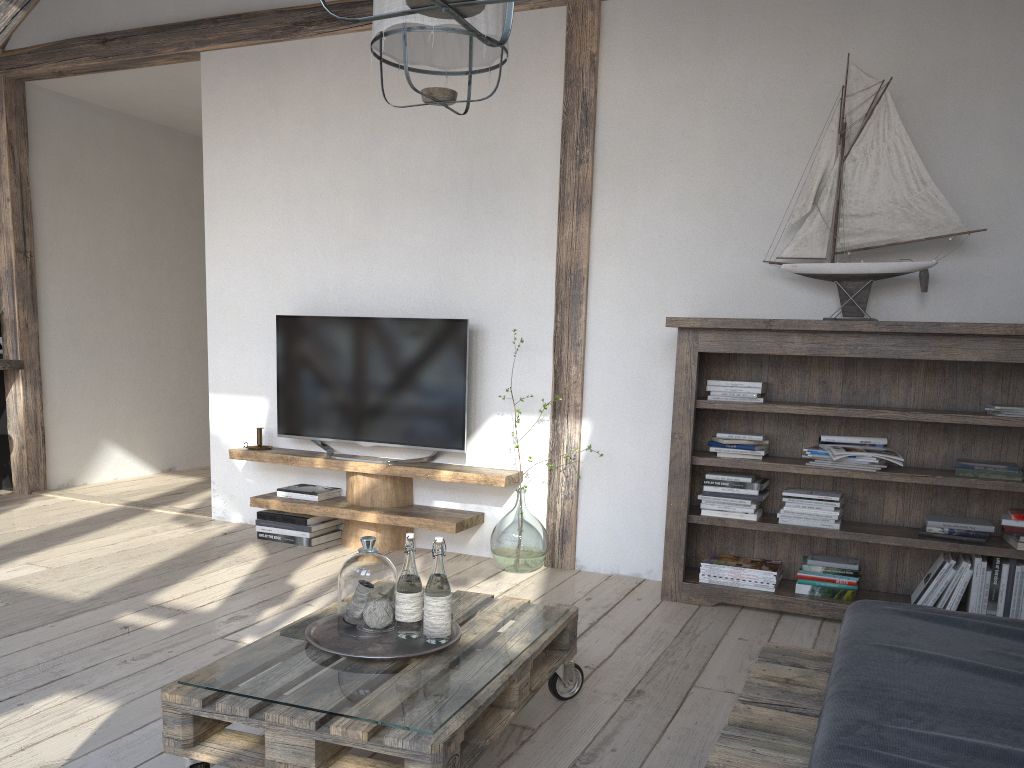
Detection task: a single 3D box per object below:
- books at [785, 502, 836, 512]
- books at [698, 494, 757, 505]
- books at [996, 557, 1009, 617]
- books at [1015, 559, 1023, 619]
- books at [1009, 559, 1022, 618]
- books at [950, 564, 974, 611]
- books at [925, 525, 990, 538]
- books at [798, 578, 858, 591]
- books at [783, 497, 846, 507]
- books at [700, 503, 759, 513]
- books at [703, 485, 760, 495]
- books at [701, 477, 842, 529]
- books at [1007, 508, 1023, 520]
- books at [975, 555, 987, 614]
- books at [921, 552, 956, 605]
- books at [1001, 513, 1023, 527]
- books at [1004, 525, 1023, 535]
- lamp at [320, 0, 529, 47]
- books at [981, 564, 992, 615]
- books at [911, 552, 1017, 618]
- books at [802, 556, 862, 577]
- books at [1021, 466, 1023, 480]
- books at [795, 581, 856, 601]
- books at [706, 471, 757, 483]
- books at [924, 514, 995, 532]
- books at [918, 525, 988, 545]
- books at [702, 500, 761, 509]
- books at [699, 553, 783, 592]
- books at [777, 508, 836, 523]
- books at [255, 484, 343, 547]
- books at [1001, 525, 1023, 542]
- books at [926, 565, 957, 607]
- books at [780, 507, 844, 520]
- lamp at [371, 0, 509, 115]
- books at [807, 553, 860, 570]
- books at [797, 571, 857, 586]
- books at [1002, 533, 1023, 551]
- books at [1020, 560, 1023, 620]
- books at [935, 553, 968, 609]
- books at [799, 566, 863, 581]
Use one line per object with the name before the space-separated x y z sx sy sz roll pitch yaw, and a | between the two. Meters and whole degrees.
books | 1.206 0.486 3.547 0.184 0.019 0.138 3 3 23
books | 0.905 0.474 3.670 0.218 0.017 0.156 3 3 28
books | 1.840 0.769 3.315 0.021 0.223 0.156 6 8 24
books | 1.897 0.772 3.300 0.017 0.224 0.155 6 8 24
books | 1.875 0.771 3.293 0.017 0.224 0.155 6 8 24
books | 1.715 0.781 3.366 0.065 0.186 0.138 6 8 24
books | 1.700 0.554 3.365 0.210 0.023 0.158 3 3 23
books | 1.284 0.799 3.579 0.224 0.021 0.156 3 3 19
books | 1.226 0.468 3.567 0.218 0.017 0.156 3 3 28
books | 0.916 0.511 3.692 0.218 0.022 0.156 3 3 23
books | 0.917 0.433 3.665 0.218 0.022 0.156 3 3 18
books | 1.071 0.478 3.626 0.546 0.154 0.204 3 5 23
books | 1.955 0.490 3.257 0.201 0.020 0.141 3 3 23
books | 1.773 0.766 3.337 0.017 0.224 0.155 6 8 24
books | 1.657 0.764 3.430 0.107 0.209 0.155 5 8 23
books | 1.931 0.510 3.248 0.218 0.022 0.156 3 3 27
books | 1.935 0.535 3.244 0.201 0.027 0.160 4 3 31
lamp | -0.060 -1.229 0.984 0.399 1.544 0.400 -2 10 -25
books | 1.789 0.784 3.334 0.018 0.188 0.138 6 8 24
books | 1.765 0.751 3.367 0.409 0.253 0.199 4 7 23
books | 1.299 0.742 3.580 0.220 0.025 0.172 3 3 18
books | 1.924 0.267 3.234 0.081 0.175 0.130 6 8 24
books | 1.281 0.828 3.586 0.222 0.039 0.171 3 3 23
books | 0.911 0.385 3.655 0.184 0.019 0.138 3 3 23
books | 1.703 0.531 3.360 0.227 0.024 0.150 3 3 19
books | 1.692 0.577 3.371 0.226 0.024 0.150 4 3 32
books | 0.920 0.491 3.683 0.218 0.017 0.155 3 3 23
books | 0.967 0.788 3.703 0.315 0.089 0.235 3 4 23
books | 1.197 0.532 3.564 0.218 0.017 0.155 3 3 23
books | -1.110 0.679 4.608 0.358 0.269 0.287 4 6 23
books | 1.926 0.558 3.257 0.149 0.021 0.202 3 3 13
books | 1.654 0.780 3.398 0.094 0.178 0.138 5 8 23
books | 1.213 0.516 3.554 0.218 0.017 0.156 3 3 28
lamp | -0.195 -1.368 2.509 0.407 1.103 0.393 -2 10 -25
books | 1.304 0.719 3.570 0.198 0.021 0.131 3 3 22
books | 1.284 0.778 3.576 0.223 0.021 0.156 3 3 24
books | 1.929 0.585 3.253 0.161 0.031 0.216 3 3 17
books | 1.917 0.773 3.297 0.021 0.223 0.156 6 8 24
books | 1.685 0.764 3.380 0.090 0.215 0.155 6 8 23
books | 1.298 0.761 3.582 0.229 0.013 0.172 3 3 26
